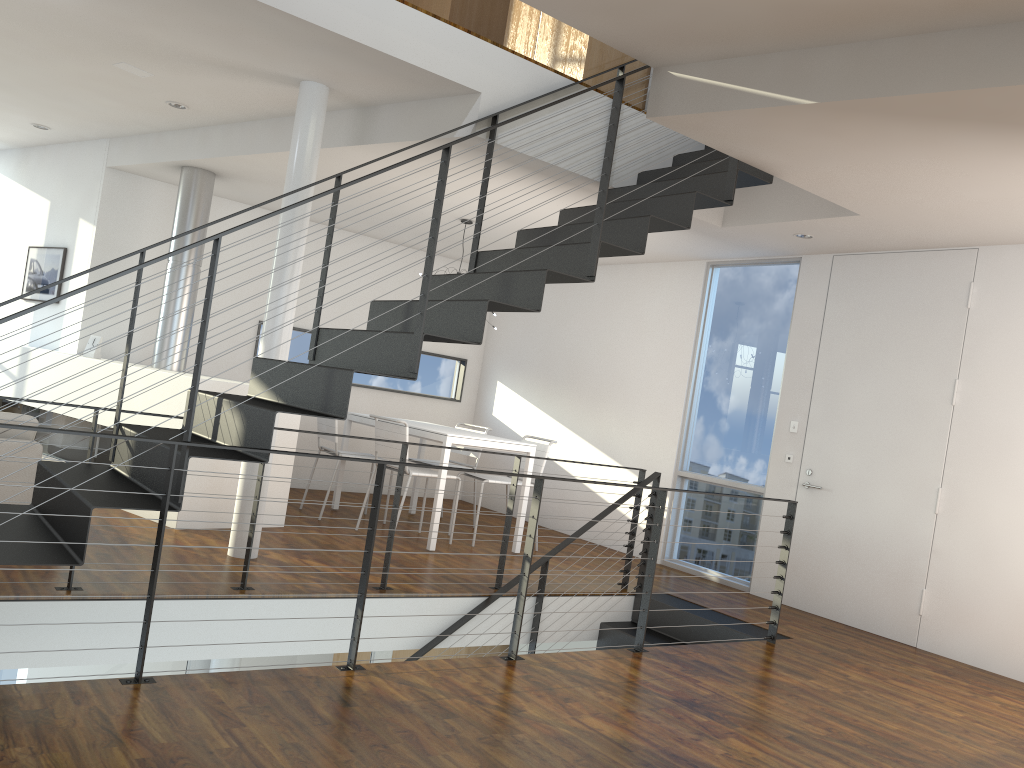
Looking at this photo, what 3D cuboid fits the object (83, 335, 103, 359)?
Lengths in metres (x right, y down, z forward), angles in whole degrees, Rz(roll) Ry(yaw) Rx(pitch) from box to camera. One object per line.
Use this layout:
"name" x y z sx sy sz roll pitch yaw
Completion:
"object" -2.807 -0.250 5.947 0.100 0.151 0.061 9 0 24

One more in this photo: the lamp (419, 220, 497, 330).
"lamp" -0.369 -0.787 6.238 0.619 0.726 0.589 9 0 -15

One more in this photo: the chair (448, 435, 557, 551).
"chair" -0.060 0.724 6.147 0.556 0.765 0.427 9 0 -30

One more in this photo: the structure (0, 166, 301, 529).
"structure" -2.553 -0.388 6.014 2.745 2.206 0.751 8 0 37

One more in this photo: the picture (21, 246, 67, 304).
"picture" -3.547 -0.831 6.708 0.574 0.415 0.020 8 0 37

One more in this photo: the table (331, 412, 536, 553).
"table" -0.584 0.657 6.174 0.701 0.720 1.398 9 -1 -37

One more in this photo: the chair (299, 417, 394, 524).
"chair" -1.160 0.556 6.250 0.556 0.765 0.427 9 0 -31

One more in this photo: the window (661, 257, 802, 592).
"window" 1.518 0.251 6.055 0.115 2.212 0.834 9 0 -37

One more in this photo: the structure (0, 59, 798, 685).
"structure" -0.333 0.533 3.752 4.370 6.297 1.092 9 0 -37

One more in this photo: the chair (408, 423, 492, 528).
"chair" -0.521 0.666 6.707 0.556 0.765 0.427 9 0 -42

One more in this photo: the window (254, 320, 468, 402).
"window" -1.296 -0.173 7.757 2.028 0.408 0.165 10 -1 -37

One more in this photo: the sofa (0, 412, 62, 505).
"sofa" -2.938 0.321 3.943 0.801 0.565 1.614 8 -1 38

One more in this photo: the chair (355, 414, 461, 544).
"chair" -0.664 0.621 5.769 0.556 0.765 0.427 9 0 -40

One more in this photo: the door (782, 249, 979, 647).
"door" 2.076 0.312 5.141 0.077 2.185 0.880 9 0 -37
